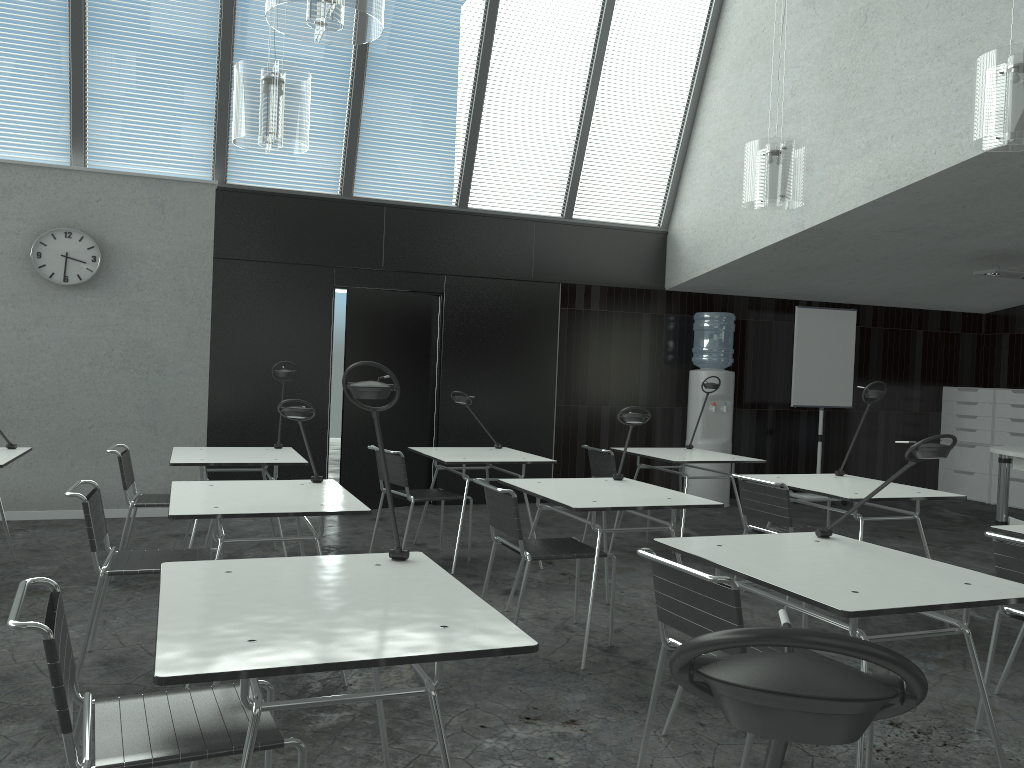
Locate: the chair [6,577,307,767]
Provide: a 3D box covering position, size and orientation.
[{"bbox_3d":[-0.755,0.864,1.888,0.555,0.765,0.428,2,1,-25],"label":"chair"}]

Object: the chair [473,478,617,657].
[{"bbox_3d":[0.127,0.864,3.908,0.555,0.765,0.428,2,1,-21],"label":"chair"}]

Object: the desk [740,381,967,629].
[{"bbox_3d":[1.717,0.636,4.577,0.700,1.321,0.900,2,1,-20],"label":"desk"}]

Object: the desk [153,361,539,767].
[{"bbox_3d":[-0.431,0.598,2.017,0.700,1.321,0.900,2,1,-21],"label":"desk"}]

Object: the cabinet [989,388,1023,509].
[{"bbox_3d":[5.217,0.713,8.724,0.587,1.292,0.639,2,1,-21],"label":"cabinet"}]

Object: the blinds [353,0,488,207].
[{"bbox_3d":[-0.644,-3.147,6.894,0.889,2.949,1.094,2,1,-21],"label":"blinds"}]

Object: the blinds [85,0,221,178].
[{"bbox_3d":[-2.489,-3.205,6.190,0.889,2.949,1.094,2,1,-21],"label":"blinds"}]

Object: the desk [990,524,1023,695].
[{"bbox_3d":[2.296,0.683,3.083,0.700,1.321,0.900,2,1,-21],"label":"desk"}]

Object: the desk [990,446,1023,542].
[{"bbox_3d":[3.940,0.949,5.931,0.910,0.818,1.600,2,1,-26],"label":"desk"}]

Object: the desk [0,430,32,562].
[{"bbox_3d":[-2.911,0.547,4.519,0.700,1.153,0.900,2,1,-20],"label":"desk"}]

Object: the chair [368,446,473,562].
[{"bbox_3d":[-0.572,0.812,5.418,0.555,0.765,0.428,2,1,-33],"label":"chair"}]

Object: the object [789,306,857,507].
[{"bbox_3d":[2.976,0.232,8.537,0.560,2.091,0.553,3,1,32],"label":"object"}]

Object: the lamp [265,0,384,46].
[{"bbox_3d":[-0.539,-2.397,2.744,0.359,2.307,0.350,2,1,-21],"label":"lamp"}]

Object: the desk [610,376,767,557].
[{"bbox_3d":[1.179,0.591,6.074,0.700,1.321,0.900,2,1,-21],"label":"desk"}]

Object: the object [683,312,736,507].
[{"bbox_3d":[1.836,0.257,8.210,0.436,1.967,0.436,2,1,-31],"label":"object"}]

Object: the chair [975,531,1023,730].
[{"bbox_3d":[1.893,0.946,2.938,0.555,0.765,0.428,2,1,-23],"label":"chair"}]

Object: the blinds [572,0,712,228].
[{"bbox_3d":[1.206,-3.106,7.594,0.889,2.982,1.106,2,1,-21],"label":"blinds"}]

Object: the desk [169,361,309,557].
[{"bbox_3d":[-1.571,0.505,5.060,0.700,1.321,0.900,2,1,-20],"label":"desk"}]

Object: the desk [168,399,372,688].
[{"bbox_3d":[-1.000,0.635,3.554,0.700,1.153,0.900,2,1,-20],"label":"desk"}]

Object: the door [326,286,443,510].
[{"bbox_3d":[-1.032,0.136,7.363,0.940,2.020,0.365,2,1,-21],"label":"door"}]

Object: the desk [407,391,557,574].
[{"bbox_3d":[-0.215,0.631,5.582,0.700,1.153,0.900,2,1,-21],"label":"desk"}]

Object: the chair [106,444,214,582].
[{"bbox_3d":[-1.935,0.769,4.906,0.555,0.765,0.428,2,1,-17],"label":"chair"}]

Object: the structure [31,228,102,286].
[{"bbox_3d":[-3.165,-1.001,6.305,0.446,0.446,0.077,2,1,-21],"label":"structure"}]

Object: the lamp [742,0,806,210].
[{"bbox_3d":[1.633,-2.629,5.354,0.359,2.848,0.350,2,1,-21],"label":"lamp"}]

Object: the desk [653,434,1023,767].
[{"bbox_3d":[0.933,0.724,2.591,0.700,1.153,0.900,2,1,-21],"label":"desk"}]

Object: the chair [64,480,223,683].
[{"bbox_3d":[-1.402,0.815,3.411,0.555,0.765,0.428,2,1,-19],"label":"chair"}]

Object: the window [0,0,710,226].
[{"bbox_3d":[-4.346,-3.296,5.511,12.775,3.101,1.144,2,1,-21],"label":"window"}]

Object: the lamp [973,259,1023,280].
[{"bbox_3d":[4.214,-2.782,7.346,0.600,3.595,0.212,2,1,-21],"label":"lamp"}]

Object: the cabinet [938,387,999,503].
[{"bbox_3d":[4.987,0.695,9.329,0.587,1.292,0.639,2,1,-21],"label":"cabinet"}]

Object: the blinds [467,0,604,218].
[{"bbox_3d":[0.282,-3.135,7.241,0.889,2.982,1.106,2,1,-21],"label":"blinds"}]

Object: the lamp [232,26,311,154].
[{"bbox_3d":[-1.124,-2.715,4.302,0.359,2.848,0.350,2,1,-21],"label":"lamp"}]

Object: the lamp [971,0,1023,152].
[{"bbox_3d":[2.218,-2.311,3.797,0.359,2.307,0.350,2,1,-21],"label":"lamp"}]

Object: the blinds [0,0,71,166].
[{"bbox_3d":[-3.414,-3.234,5.837,0.889,2.949,1.094,2,1,-21],"label":"blinds"}]

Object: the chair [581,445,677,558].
[{"bbox_3d":[0.770,0.854,5.942,0.555,0.765,0.428,2,1,-19],"label":"chair"}]

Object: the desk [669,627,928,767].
[{"bbox_3d":[0.143,0.728,0.563,0.700,1.153,0.900,2,1,-21],"label":"desk"}]

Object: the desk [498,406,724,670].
[{"bbox_3d":[0.407,0.680,4.023,0.700,1.153,0.900,2,1,-21],"label":"desk"}]

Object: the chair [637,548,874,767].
[{"bbox_3d":[0.653,0.908,2.446,0.555,0.765,0.428,2,1,-24],"label":"chair"}]

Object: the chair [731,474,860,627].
[{"bbox_3d":[1.416,0.903,4.461,0.555,0.765,0.428,2,1,-22],"label":"chair"}]

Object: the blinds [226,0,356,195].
[{"bbox_3d":[-1.566,-3.176,6.543,0.889,2.949,1.094,2,1,-21],"label":"blinds"}]
